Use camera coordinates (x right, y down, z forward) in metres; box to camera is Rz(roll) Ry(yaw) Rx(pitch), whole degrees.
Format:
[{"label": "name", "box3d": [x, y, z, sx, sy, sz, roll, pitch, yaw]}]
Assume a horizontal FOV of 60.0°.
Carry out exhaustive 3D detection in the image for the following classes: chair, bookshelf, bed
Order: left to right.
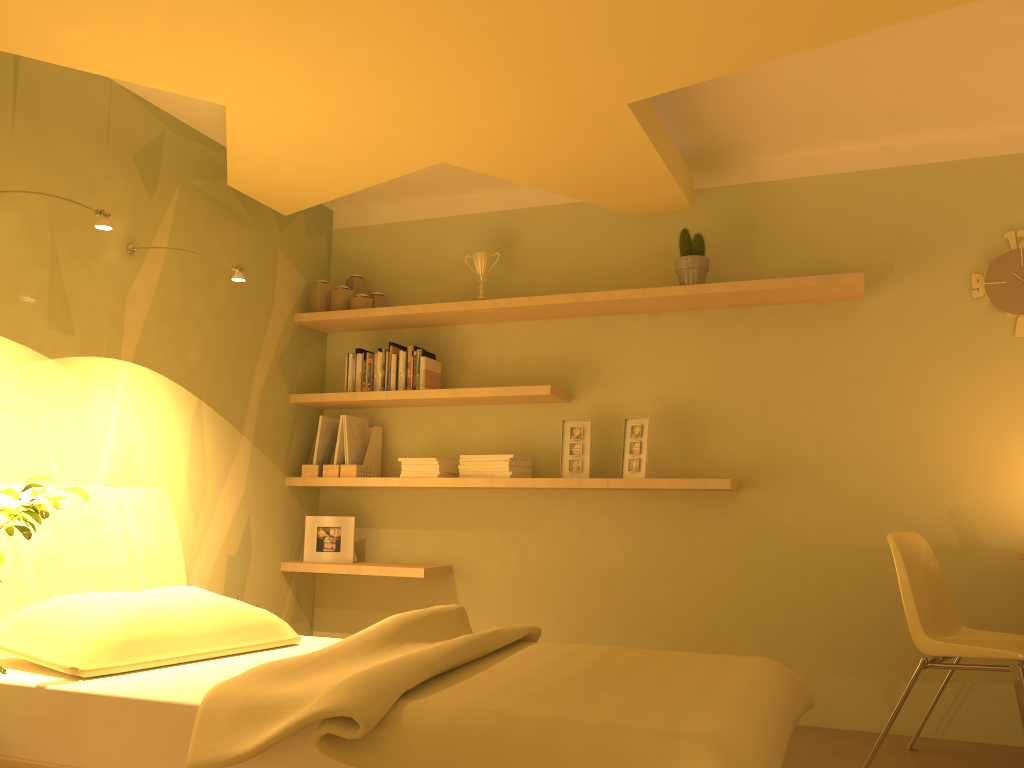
[{"label": "bed", "box3d": [-0.443, 0.734, 2.460, 2.378, 0.894, 1.286, -2, -9, 21]}, {"label": "bookshelf", "box3d": [0.191, 0.245, 3.951, 2.605, 1.240, 0.300, -2, -9, 21]}, {"label": "chair", "box3d": [1.494, 0.890, 2.925, 0.546, 0.785, 0.531, -6, -11, 40]}]

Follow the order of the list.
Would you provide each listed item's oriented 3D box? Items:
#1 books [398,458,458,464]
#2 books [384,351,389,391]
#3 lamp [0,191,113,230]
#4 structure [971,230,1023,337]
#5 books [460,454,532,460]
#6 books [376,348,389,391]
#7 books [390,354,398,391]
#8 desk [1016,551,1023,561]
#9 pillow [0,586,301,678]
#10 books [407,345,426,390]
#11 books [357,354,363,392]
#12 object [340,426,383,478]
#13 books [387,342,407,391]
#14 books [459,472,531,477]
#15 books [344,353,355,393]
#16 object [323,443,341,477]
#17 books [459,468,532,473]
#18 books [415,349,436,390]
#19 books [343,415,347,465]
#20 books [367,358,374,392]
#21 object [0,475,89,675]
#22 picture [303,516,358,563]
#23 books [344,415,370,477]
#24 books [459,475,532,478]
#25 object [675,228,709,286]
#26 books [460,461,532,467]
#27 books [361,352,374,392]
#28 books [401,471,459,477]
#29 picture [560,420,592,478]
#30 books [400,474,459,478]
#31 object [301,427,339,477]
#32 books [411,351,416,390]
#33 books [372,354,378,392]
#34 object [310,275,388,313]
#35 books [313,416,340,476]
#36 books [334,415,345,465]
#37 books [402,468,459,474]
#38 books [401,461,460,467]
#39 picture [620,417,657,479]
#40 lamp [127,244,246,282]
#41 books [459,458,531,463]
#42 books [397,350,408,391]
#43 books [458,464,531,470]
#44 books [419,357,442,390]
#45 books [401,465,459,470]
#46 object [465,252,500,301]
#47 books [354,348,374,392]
[{"label": "books", "box3d": [-0.388, 0.361, 4.148, 0.190, 0.015, 0.270, -2, -9, 18]}, {"label": "books", "box3d": [-0.574, -0.045, 4.285, 0.017, 0.203, 0.155, -2, -9, 21]}, {"label": "lamp", "box3d": [-1.420, -0.537, 2.693, 0.533, 0.178, 0.050, -2, -9, 21]}, {"label": "structure", "box3d": [2.016, -0.400, 3.497, 0.360, 0.432, 0.027, -2, -9, 21]}, {"label": "books", "box3d": [-0.073, 0.336, 4.038, 0.270, 0.015, 0.190, -3, -9, 26]}, {"label": "books", "box3d": [-0.601, -0.052, 4.291, 0.038, 0.217, 0.166, -2, -9, 21]}, {"label": "books", "box3d": [-0.535, -0.039, 4.259, 0.032, 0.184, 0.173, -2, -9, 21]}, {"label": "desk", "box3d": [1.934, 0.868, 2.485, 0.684, 0.720, 1.396, -2, -9, 21]}, {"label": "pillow", "box3d": [-1.090, 0.745, 2.717, 0.482, 0.213, 0.801, -4, -10, 31]}, {"label": "books", "box3d": [-0.461, -0.061, 4.253, 0.032, 0.229, 0.138, -2, -9, 21]}, {"label": "books", "box3d": [-0.707, -0.038, 4.334, 0.022, 0.198, 0.157, -2, -9, 21]}, {"label": "object", "box3d": [-0.725, 0.328, 4.284, 0.087, 0.259, 0.236, -2, -9, 21]}, {"label": "books", "box3d": [-0.556, -0.068, 4.281, 0.021, 0.247, 0.157, -2, -9, 21]}, {"label": "books", "box3d": [-0.075, 0.410, 4.027, 0.270, 0.015, 0.190, -3, -9, 28]}, {"label": "books", "box3d": [-0.766, -0.039, 4.357, 0.040, 0.203, 0.157, -2, -9, 21]}, {"label": "object", "box3d": [-0.815, 0.331, 4.318, 0.087, 0.259, 0.236, -2, -9, 21]}, {"label": "books", "box3d": [-0.076, 0.394, 4.020, 0.270, 0.015, 0.190, -4, -10, 33]}, {"label": "books", "box3d": [-0.414, -0.051, 4.224, 0.032, 0.203, 0.157, -2, -9, 21]}, {"label": "books", "box3d": [-0.754, 0.308, 4.294, 0.036, 0.296, 0.210, -2, -9, 21]}, {"label": "books", "box3d": [-0.657, -0.027, 4.313, 0.021, 0.172, 0.157, -2, -9, 21]}, {"label": "object", "box3d": [-1.404, 0.621, 1.977, 0.372, 0.944, 0.828, -1, -8, 14]}, {"label": "picture", "box3d": [-0.871, 0.747, 4.266, 0.247, 0.219, 0.131, 1, -8, -2]}, {"label": "books", "box3d": [-0.744, 0.308, 4.295, 0.043, 0.296, 0.210, -2, -9, 21]}, {"label": "books", "box3d": [-0.075, 0.425, 4.025, 0.270, 0.015, 0.190, -4, -10, 31]}, {"label": "object", "box3d": [0.775, -0.541, 3.815, 0.145, 0.294, 0.145, 1, -8, 2]}, {"label": "books", "box3d": [-0.073, 0.364, 4.025, 0.270, 0.015, 0.190, -4, -10, 34]}, {"label": "books", "box3d": [-0.682, -0.042, 4.325, 0.032, 0.203, 0.157, -2, -9, 21]}, {"label": "books", "box3d": [-0.376, 0.422, 4.145, 0.190, 0.015, 0.270, -2, -9, 17]}, {"label": "picture", "box3d": [0.303, 0.297, 3.958, 0.134, 0.264, 0.171, -2, -9, 20]}, {"label": "books", "box3d": [-0.377, 0.437, 4.142, 0.190, 0.015, 0.270, -2, -9, 20]}, {"label": "object", "box3d": [-0.934, 0.335, 4.362, 0.087, 0.259, 0.236, -1, -8, 15]}, {"label": "books", "box3d": [-0.439, -0.048, 4.233, 0.022, 0.198, 0.157, -2, -9, 21]}, {"label": "books", "box3d": [-0.630, -0.037, 4.311, 0.032, 0.193, 0.146, -2, -9, 21]}, {"label": "object", "box3d": [-0.812, -0.447, 4.429, 0.349, 0.229, 0.234, -2, -9, 22]}, {"label": "books", "box3d": [-0.912, 0.314, 4.357, 0.048, 0.297, 0.214, -1, -8, 15]}, {"label": "books", "box3d": [-0.794, 0.310, 4.311, 0.048, 0.297, 0.214, -2, -9, 21]}, {"label": "books", "box3d": [-0.367, 0.407, 4.147, 0.190, 0.015, 0.270, -2, -9, 22]}, {"label": "books", "box3d": [-0.368, 0.378, 4.153, 0.190, 0.015, 0.270, -2, -9, 23]}, {"label": "picture", "box3d": [0.571, 0.281, 3.812, 0.171, 0.264, 0.134, 9, -11, -42]}, {"label": "lamp", "box3d": [-1.201, -0.451, 3.265, 0.533, 0.178, 0.050, -2, -9, 21]}, {"label": "books", "box3d": [-0.076, 0.353, 4.049, 0.270, 0.015, 0.190, -4, -10, 31]}, {"label": "books", "box3d": [-0.498, -0.048, 4.256, 0.040, 0.203, 0.157, -2, -9, 21]}, {"label": "books", "box3d": [-0.080, 0.380, 4.026, 0.270, 0.015, 0.190, -4, -10, 31]}, {"label": "books", "box3d": [-0.388, -0.034, 4.200, 0.032, 0.163, 0.178, -2, -9, 21]}, {"label": "books", "box3d": [-0.370, 0.391, 4.144, 0.190, 0.015, 0.270, -2, -9, 20]}, {"label": "object", "box3d": [-0.143, -0.487, 4.204, 0.160, 0.268, 0.095, 2, -8, -9]}, {"label": "books", "box3d": [-0.729, -0.051, 4.354, 0.032, 0.229, 0.138, -2, -9, 21]}]
